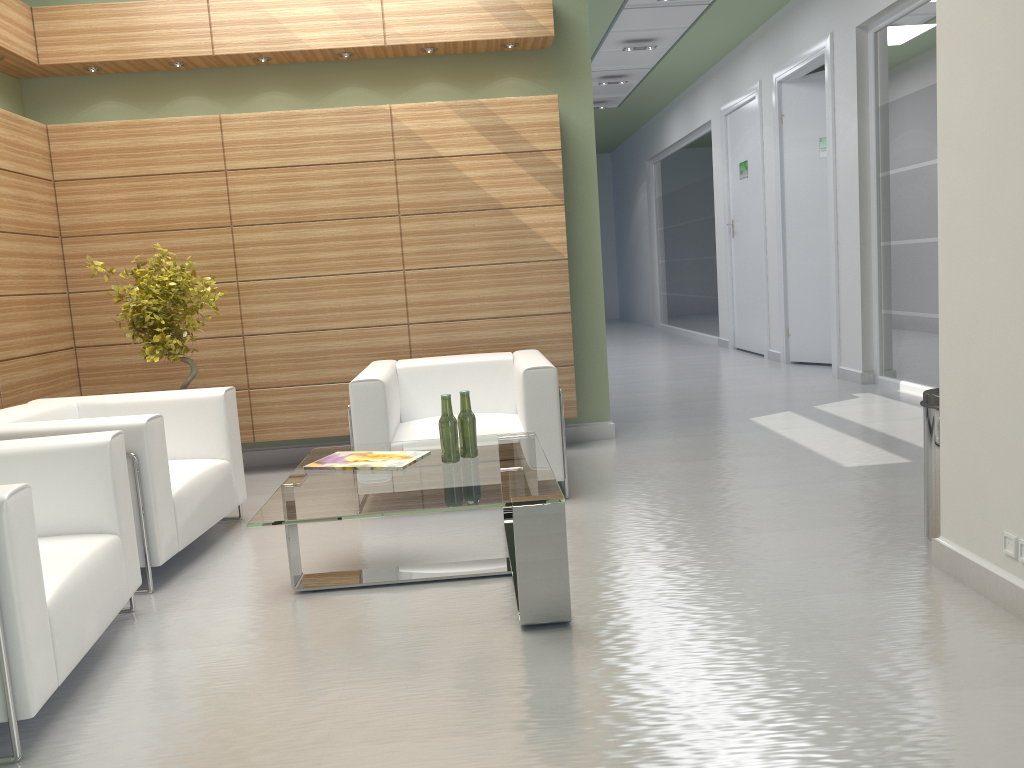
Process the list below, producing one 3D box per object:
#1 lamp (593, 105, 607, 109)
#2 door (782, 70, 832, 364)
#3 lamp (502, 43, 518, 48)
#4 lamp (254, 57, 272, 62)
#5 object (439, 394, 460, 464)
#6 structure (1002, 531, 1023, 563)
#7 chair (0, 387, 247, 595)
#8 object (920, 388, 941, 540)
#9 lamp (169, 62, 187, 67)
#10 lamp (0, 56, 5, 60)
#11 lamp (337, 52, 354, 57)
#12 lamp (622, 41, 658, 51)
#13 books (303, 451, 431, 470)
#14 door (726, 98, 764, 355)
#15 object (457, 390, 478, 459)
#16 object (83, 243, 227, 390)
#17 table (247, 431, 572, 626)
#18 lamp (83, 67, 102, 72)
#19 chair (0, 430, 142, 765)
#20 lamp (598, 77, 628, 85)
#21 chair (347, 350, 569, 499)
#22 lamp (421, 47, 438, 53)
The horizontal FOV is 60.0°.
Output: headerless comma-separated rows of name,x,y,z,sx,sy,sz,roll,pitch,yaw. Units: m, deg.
lamp,2.177,-7.393,23.535,0.657,0.159,0.286,-4,7,-3
door,5.639,-2.875,15.474,0.134,5.083,2.089,-8,8,-32
lamp,-0.022,-3.726,9.695,0.181,0.074,0.181,-5,7,-8
lamp,-2.691,-3.529,9.575,0.181,0.074,0.181,-10,9,-42
object,-0.441,0.308,6.145,0.131,0.475,0.131,-9,9,-37
structure,2.743,0.892,4.806,0.017,0.118,0.262,-4,7,-3
chair,-3.282,0.784,7.055,1.769,1.234,1.894,-4,7,2
object,3.091,0.559,6.131,0.483,1.027,0.482,-8,8,-31
lamp,-3.597,-3.462,9.535,0.181,0.074,0.181,-5,7,-8
lamp,-5.144,-3.265,8.803,0.181,0.074,0.181,-6,7,-19
lamp,-1.803,-3.595,9.615,0.181,0.074,0.181,-5,7,-8
lamp,2.505,-6.654,17.407,0.657,0.159,0.286,-4,7,-3
books,-1.032,0.548,6.366,0.762,0.025,0.508,-2,7,17
door,4.885,-3.215,18.626,0.250,5.083,2.089,-4,7,-3
object,-0.318,0.284,6.271,0.131,0.475,0.131,-9,9,-37
object,-3.372,-0.082,8.594,1.201,2.565,1.116,-9,9,-34
table,-0.621,0.944,6.081,1.783,0.742,2.197,-4,7,-3
lamp,-4.493,-3.396,9.495,0.181,0.074,0.181,-5,7,-8
chair,-3.175,1.063,4.749,1.802,1.234,1.894,-5,7,-8
lamp,2.339,-7.029,20.514,0.657,0.159,0.286,-4,7,-3
chair,-0.514,0.401,8.611,1.894,1.234,1.802,-4,7,-3
lamp,-0.903,-3.661,9.655,0.181,0.074,0.181,-10,9,-42
